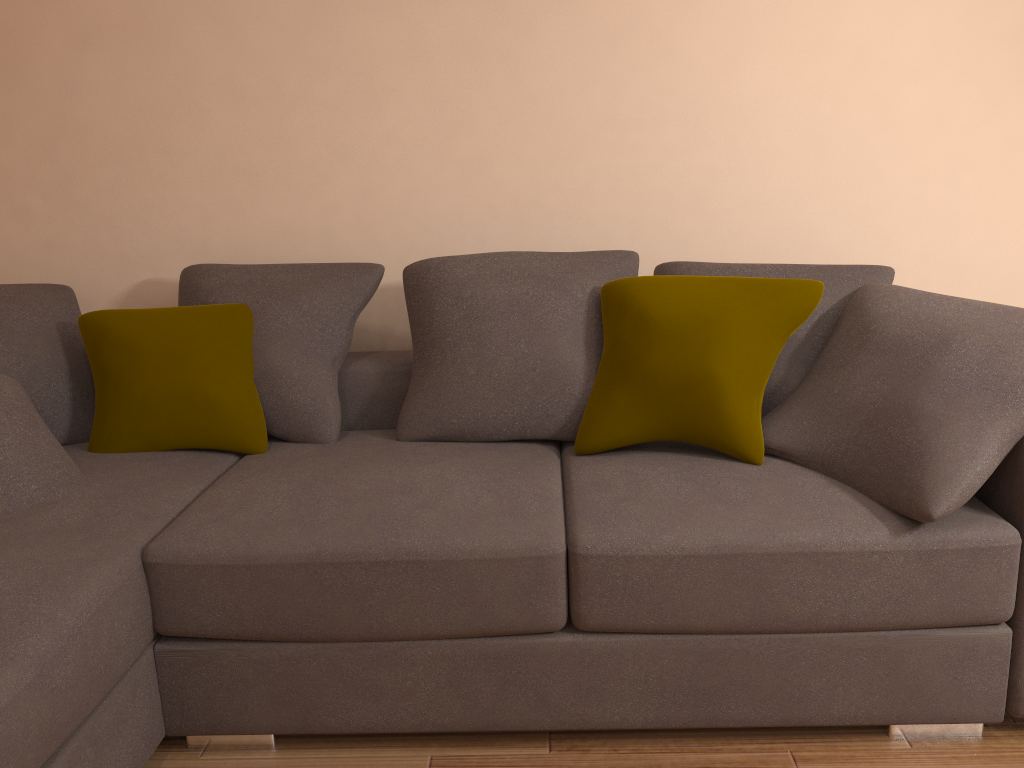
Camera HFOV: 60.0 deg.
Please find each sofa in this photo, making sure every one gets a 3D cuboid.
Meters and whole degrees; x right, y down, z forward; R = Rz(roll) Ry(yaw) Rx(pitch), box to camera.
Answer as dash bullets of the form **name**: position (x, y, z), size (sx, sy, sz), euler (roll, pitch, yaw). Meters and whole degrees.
- **sofa**: position (-0.341, 0.469, 2.375), size (3.565, 0.776, 1.906), euler (-2, 14, 2)

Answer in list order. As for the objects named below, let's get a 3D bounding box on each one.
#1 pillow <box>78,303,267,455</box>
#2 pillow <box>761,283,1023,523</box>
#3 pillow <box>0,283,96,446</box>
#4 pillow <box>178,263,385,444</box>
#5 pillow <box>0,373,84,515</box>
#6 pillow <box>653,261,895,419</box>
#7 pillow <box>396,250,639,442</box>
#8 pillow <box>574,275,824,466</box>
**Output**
- **pillow**: position (-1.075, 0.003, 2.838), size (0.631, 0.486, 0.335), euler (-4, 14, -5)
- **pillow**: position (1.004, 0.016, 2.285), size (0.560, 0.470, 0.749), euler (-9, 15, -26)
- **pillow**: position (-1.690, -0.049, 2.826), size (0.483, 0.578, 0.806), euler (10, 18, 41)
- **pillow**: position (-0.853, -0.115, 3.035), size (0.787, 0.576, 0.431), euler (2, 14, 17)
- **pillow**: position (-1.548, 0.221, 2.286), size (0.645, 0.415, 0.792), euler (10, 18, 40)
- **pillow**: position (0.730, -0.056, 2.814), size (0.811, 0.635, 0.399), euler (11, 19, 43)
- **pillow**: position (0.022, -0.121, 2.859), size (0.783, 0.590, 0.459), euler (-1, 14, 7)
- **pillow**: position (0.530, -0.051, 2.558), size (0.658, 0.492, 0.382), euler (4, 15, 26)
